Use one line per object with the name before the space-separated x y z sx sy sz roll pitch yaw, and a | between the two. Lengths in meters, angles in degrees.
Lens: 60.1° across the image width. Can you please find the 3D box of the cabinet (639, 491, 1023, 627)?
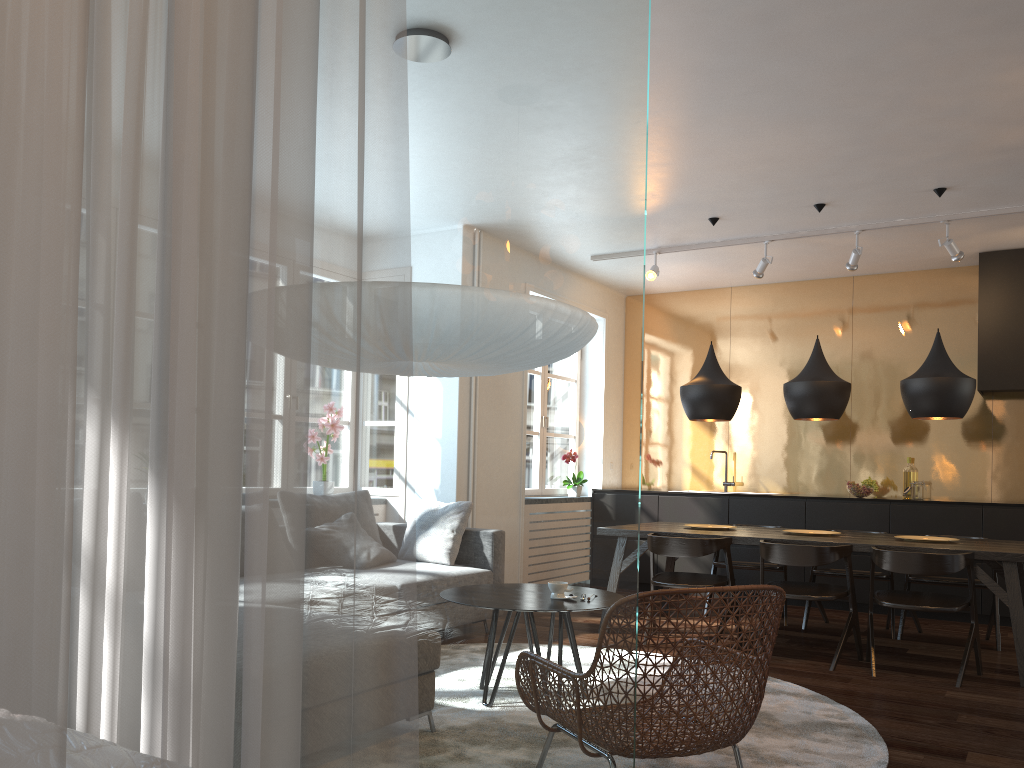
cabinet | 3.075 1.368 7.082 5.065 0.898 0.735 -2 -4 31

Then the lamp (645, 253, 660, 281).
lamp | 1.088 -0.895 6.819 0.085 0.239 0.251 1 -4 18

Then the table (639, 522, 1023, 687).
table | 1.898 1.294 5.595 2.501 0.677 1.111 -2 -5 31

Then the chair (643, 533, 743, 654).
chair | 1.081 1.262 5.415 0.593 0.669 0.521 0 -3 30

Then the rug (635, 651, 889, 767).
rug | 0.101 1.417 3.870 2.836 0.012 2.850 0 -6 11

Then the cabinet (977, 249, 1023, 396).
cabinet | 4.492 -0.482 6.401 1.956 1.047 0.533 -1 -3 31

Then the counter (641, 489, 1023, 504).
counter | 3.086 0.920 7.093 5.062 0.002 0.735 -2 -6 31

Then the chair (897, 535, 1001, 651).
chair | 2.870 1.341 5.782 0.593 0.669 0.521 0 -3 31

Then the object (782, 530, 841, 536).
object | 1.912 0.951 5.643 0.355 0.016 0.357 0 -6 12

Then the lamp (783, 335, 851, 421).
lamp | 1.948 -0.042 5.649 0.411 0.539 0.412 1 -3 8

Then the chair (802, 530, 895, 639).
chair | 2.350 1.359 6.097 0.593 0.669 0.521 0 -3 29

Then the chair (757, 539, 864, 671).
chair | 1.668 1.242 5.066 0.593 0.669 0.521 -1 -3 32

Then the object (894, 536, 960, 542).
object | 2.483 0.931 5.297 0.356 0.016 0.357 -2 -7 34

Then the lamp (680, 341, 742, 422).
lamp | 1.351 -0.021 6.011 0.411 0.539 0.411 3 -3 -25

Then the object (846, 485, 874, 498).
object | 2.809 0.867 7.126 0.219 0.096 0.219 2 -5 -11

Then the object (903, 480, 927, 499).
object | 3.232 0.846 7.088 0.176 0.151 0.088 1 -2 8

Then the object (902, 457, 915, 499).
object | 3.259 0.770 7.263 0.092 0.338 0.092 1 -2 -2

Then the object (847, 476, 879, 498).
object | 2.813 0.827 7.109 0.239 0.172 0.178 0 -4 16

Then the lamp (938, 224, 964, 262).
lamp | 3.607 -0.091 6.205 1.836 1.843 0.089 3 -2 -25

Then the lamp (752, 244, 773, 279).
lamp | 1.867 -0.908 6.513 0.085 0.238 0.252 2 -4 -18

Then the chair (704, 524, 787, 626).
chair | 1.757 1.383 6.490 0.593 0.669 0.521 0 -3 27

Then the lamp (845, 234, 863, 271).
lamp | 2.418 -0.925 6.188 0.085 0.239 0.251 1 -4 -3

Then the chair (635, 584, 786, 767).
chair | 0.455 0.968 2.870 0.719 0.707 0.687 3 -4 -26

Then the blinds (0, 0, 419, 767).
blinds | -0.616 -0.350 0.387 0.154 2.728 1.813 1 -3 33

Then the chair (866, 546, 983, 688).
chair | 2.192 1.224 4.748 0.593 0.669 0.521 0 -3 29

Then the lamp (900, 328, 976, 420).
lamp | 2.545 -0.063 5.287 0.411 0.539 0.412 2 -3 -11

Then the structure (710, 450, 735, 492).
structure | 1.896 0.792 7.952 0.266 0.384 0.109 4 -3 -43

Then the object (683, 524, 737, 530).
object | 1.341 0.971 5.990 0.356 0.016 0.357 -2 -7 34
